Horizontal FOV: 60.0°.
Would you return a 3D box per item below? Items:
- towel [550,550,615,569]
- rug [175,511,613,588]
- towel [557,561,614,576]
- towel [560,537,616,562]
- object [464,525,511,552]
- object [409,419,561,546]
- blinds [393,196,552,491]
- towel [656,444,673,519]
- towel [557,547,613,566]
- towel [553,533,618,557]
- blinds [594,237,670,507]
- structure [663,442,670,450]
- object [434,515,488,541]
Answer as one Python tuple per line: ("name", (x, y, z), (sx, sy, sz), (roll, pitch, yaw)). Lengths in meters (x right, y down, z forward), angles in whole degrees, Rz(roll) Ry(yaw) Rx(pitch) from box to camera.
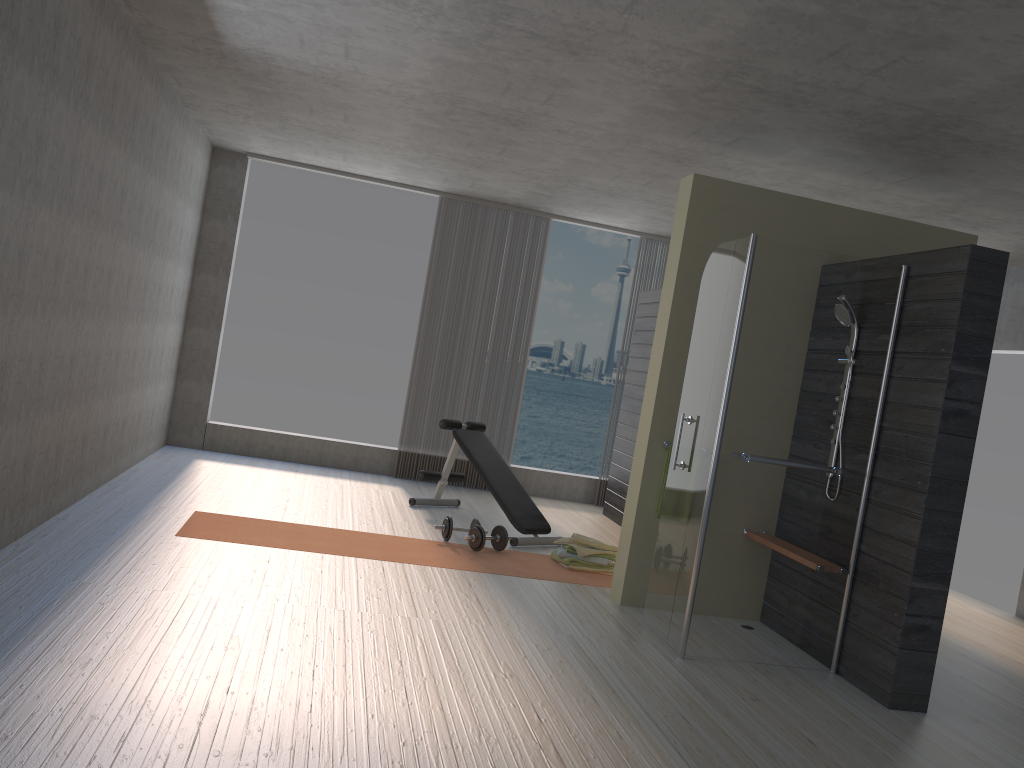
("towel", (0.479, 1.185, 5.972), (0.380, 0.081, 0.367), (9, 1, -14))
("rug", (-0.621, 1.054, 5.615), (2.779, 0.002, 0.716), (9, 1, -11))
("towel", (0.495, 1.211, 5.969), (0.376, 0.044, 0.371), (9, 1, -13))
("towel", (0.523, 1.129, 6.006), (0.376, 0.085, 0.371), (9, 1, -6))
("object", (-0.158, 1.030, 5.926), (0.385, 0.176, 0.176), (8, 2, -40))
("object", (-0.169, 0.721, 6.862), (0.505, 0.746, 1.312), (8, 2, -42))
("blinds", (-0.374, -0.364, 8.610), (1.133, 2.744, 0.069), (9, 1, -11))
("towel", (0.965, 0.573, 5.090), (0.214, 0.433, 0.070), (9, 1, -16))
("towel", (0.495, 1.161, 5.993), (0.383, 0.078, 0.383), (10, 1, 6))
("towel", (0.514, 1.073, 5.983), (0.384, 0.123, 0.373), (9, 1, -28))
("blinds", (1.595, -0.043, 9.009), (1.133, 2.744, 0.069), (9, 1, -11))
("structure", (1.015, 0.376, 5.110), (0.298, 0.046, 0.052), (9, 1, -11))
("object", (-0.349, 1.004, 6.111), (0.385, 0.176, 0.176), (9, 1, -20))
